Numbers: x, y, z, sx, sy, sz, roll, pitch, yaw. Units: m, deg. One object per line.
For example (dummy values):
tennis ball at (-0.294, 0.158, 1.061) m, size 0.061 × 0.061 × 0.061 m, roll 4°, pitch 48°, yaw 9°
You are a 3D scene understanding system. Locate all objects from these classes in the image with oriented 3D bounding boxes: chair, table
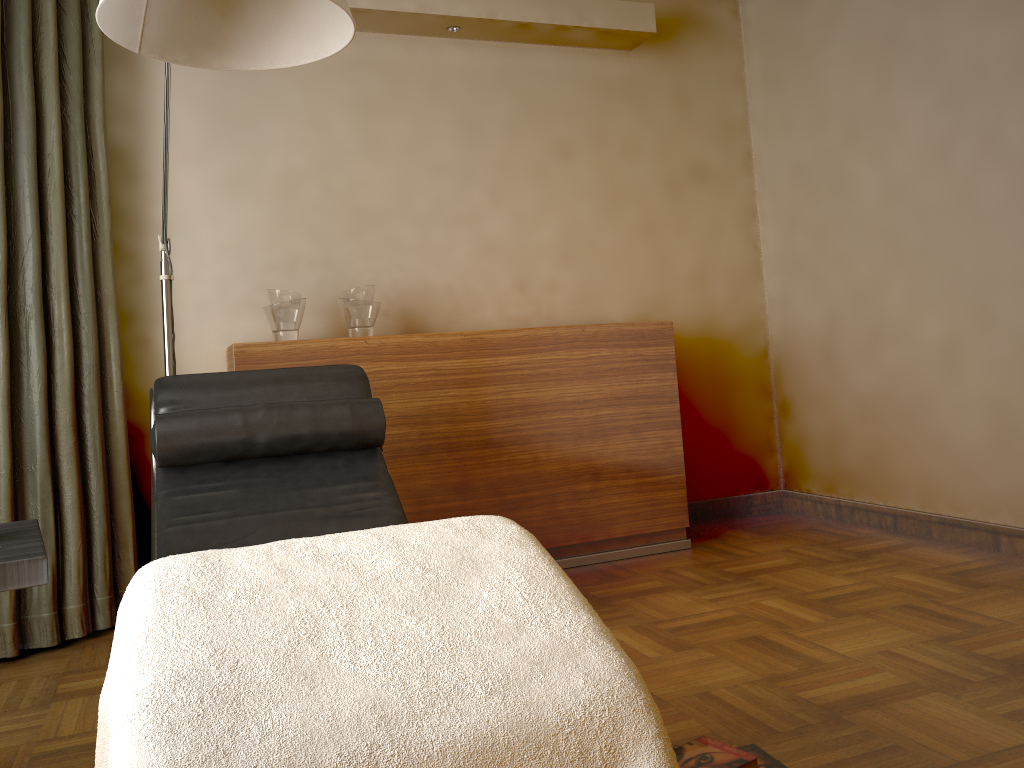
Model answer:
chair at (-0.414, 0.354, 1.777) m, size 0.636 × 0.801 × 1.780 m, roll -3°, pitch 0°, yaw -21°
table at (-1.061, 0.309, 1.445) m, size 0.518 × 0.045 × 0.497 m, roll -5°, pitch 1°, yaw -30°

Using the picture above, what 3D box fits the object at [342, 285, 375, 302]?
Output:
object at (-0.559, -0.282, 3.237) m, size 0.123 × 0.151 × 0.122 m, roll -2°, pitch -3°, yaw -41°

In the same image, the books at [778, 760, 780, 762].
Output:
books at (0.353, 0.698, 1.471) m, size 0.280 × 0.022 × 0.199 m, roll -4°, pitch 1°, yaw -7°

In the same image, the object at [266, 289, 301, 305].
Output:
object at (-0.809, -0.263, 3.140) m, size 0.122 × 0.151 × 0.122 m, roll -2°, pitch -2°, yaw -39°

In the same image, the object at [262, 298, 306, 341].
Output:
object at (-0.806, -0.225, 3.138) m, size 0.155 × 0.155 × 0.156 m, roll -5°, pitch -2°, yaw 26°

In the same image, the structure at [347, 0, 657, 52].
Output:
structure at (-0.436, -1.520, 3.594) m, size 2.182 × 0.131 × 0.272 m, roll -4°, pitch 0°, yaw -21°

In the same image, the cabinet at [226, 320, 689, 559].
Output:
cabinet at (-0.184, 0.239, 3.376) m, size 1.676 × 0.867 × 0.413 m, roll -4°, pitch -3°, yaw -21°

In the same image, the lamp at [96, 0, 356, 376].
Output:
lamp at (-0.626, -0.181, 2.047) m, size 0.452 × 1.977 × 1.407 m, roll -3°, pitch -2°, yaw -17°

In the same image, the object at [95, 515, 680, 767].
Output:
object at (-0.231, 0.501, 1.269) m, size 0.919 × 0.523 × 0.904 m, roll -4°, pitch 0°, yaw -21°

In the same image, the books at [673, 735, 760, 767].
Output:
books at (0.310, 0.642, 1.481) m, size 0.173 × 0.018 × 0.123 m, roll -5°, pitch 1°, yaw -37°

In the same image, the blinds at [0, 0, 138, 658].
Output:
blinds at (-1.706, -0.416, 2.351) m, size 0.224 × 2.466 × 1.530 m, roll -6°, pitch -3°, yaw 24°

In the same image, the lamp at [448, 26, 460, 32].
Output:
lamp at (-0.758, -1.441, 3.453) m, size 1.159 × 0.028 × 0.050 m, roll -4°, pitch 0°, yaw -21°

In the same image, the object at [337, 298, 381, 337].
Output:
object at (-0.556, -0.244, 3.234) m, size 0.156 × 0.155 × 0.155 m, roll -3°, pitch -2°, yaw -31°

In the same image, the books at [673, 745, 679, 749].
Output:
books at (0.307, 0.661, 1.486) m, size 0.123 × 0.018 × 0.173 m, roll -3°, pitch 1°, yaw 28°

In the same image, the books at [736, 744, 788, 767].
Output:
books at (0.344, 0.677, 1.488) m, size 0.265 × 0.020 × 0.188 m, roll -4°, pitch 1°, yaw -17°

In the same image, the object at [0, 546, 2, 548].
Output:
object at (-0.889, 0.262, 1.476) m, size 0.123 × 0.020 × 0.029 m, roll -3°, pitch 0°, yaw 38°
